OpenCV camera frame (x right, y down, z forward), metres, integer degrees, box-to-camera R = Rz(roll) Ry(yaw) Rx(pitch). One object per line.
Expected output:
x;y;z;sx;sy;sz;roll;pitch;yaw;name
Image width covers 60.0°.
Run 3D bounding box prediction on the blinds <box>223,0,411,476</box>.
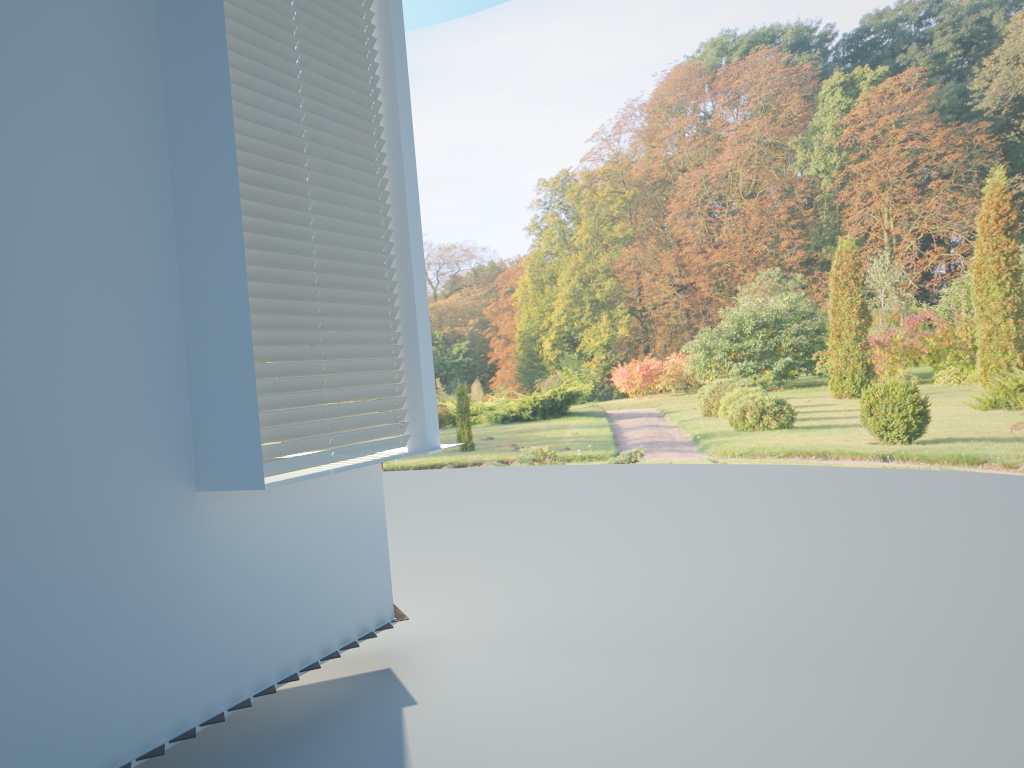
-2.140;-1.702;4.887;3.915;4.266;1.220;-5;0;43;blinds
